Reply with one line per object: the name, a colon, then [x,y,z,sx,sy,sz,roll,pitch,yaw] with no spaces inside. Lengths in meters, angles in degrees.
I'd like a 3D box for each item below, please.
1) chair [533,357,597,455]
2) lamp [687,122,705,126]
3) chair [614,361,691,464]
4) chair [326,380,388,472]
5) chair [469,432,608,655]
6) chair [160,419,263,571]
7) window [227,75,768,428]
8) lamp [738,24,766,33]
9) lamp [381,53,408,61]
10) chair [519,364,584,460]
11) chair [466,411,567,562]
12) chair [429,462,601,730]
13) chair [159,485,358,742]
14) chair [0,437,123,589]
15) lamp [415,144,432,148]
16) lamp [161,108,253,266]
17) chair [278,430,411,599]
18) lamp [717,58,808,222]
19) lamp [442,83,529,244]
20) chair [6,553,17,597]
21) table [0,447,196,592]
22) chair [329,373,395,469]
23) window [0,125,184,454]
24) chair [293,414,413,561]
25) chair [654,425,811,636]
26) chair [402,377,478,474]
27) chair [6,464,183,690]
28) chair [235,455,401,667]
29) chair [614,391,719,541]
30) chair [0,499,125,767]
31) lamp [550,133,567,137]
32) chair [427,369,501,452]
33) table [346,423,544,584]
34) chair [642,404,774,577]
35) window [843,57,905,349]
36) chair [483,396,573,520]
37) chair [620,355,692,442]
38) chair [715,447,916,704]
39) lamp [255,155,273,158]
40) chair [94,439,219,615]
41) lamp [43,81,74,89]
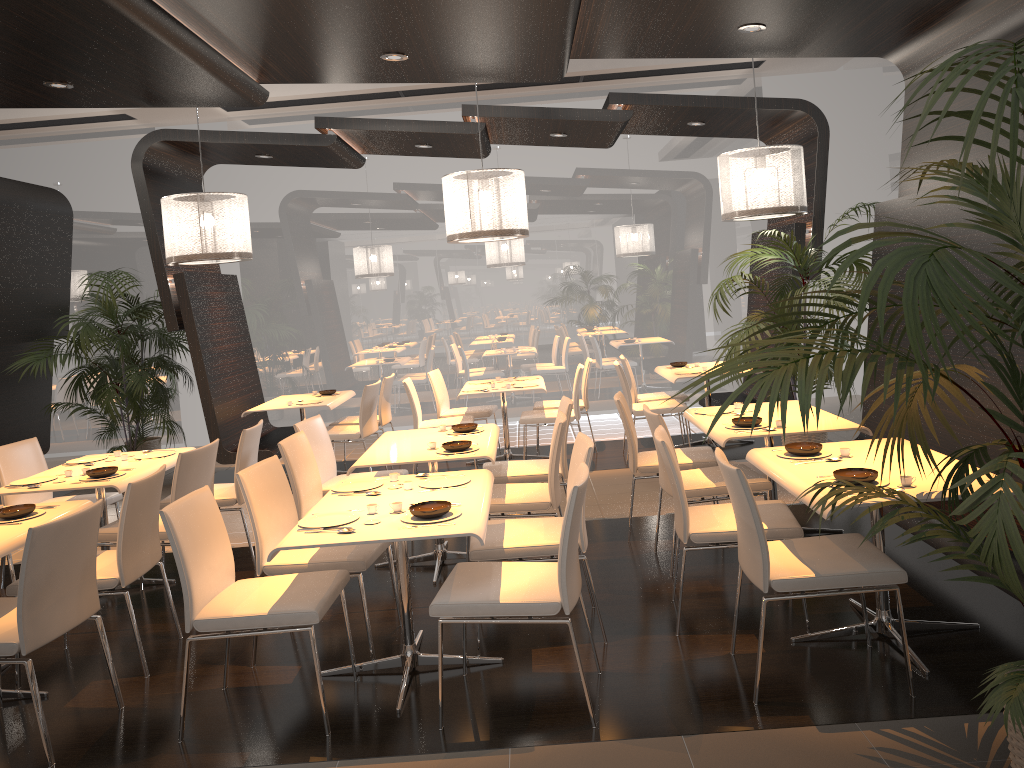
chair: [0.511,0.214,8.573,0.605,0.872,0.486,-4,3,3]
lamp: [1.702,-2.419,8.169,0.161,0.055,0.162,-5,6,-5]
chair: [1.250,0.221,7.937,0.605,0.872,0.486,-4,3,3]
chair: [-1.471,0.436,7.946,0.605,0.867,0.486,-4,3,8]
chair: [0.107,0.712,4.118,0.605,0.872,0.485,-5,3,-2]
chair: [-1.881,0.710,5.637,0.605,0.867,0.485,-5,3,-2]
window: [-0.065,-1.519,10.478,6.577,3.972,0.070,-5,1,1]
lamp: [1.409,-2.105,5.196,0.161,0.050,0.162,-4,6,7]
lamp: [-0.696,-1.948,5.224,0.161,0.050,0.162,-4,6,7]
chair: [0.379,0.289,7.940,0.605,0.867,0.486,-4,3,3]
chair: [0.037,0.632,4.923,0.605,0.867,0.486,-4,3,3]
chair: [0.028,0.791,3.428,0.605,0.872,0.486,-4,3,8]
chair: [-0.998,0.864,3.513,0.605,0.872,0.486,-4,3,3]
chair: [-2.902,0.791,5.643,0.605,0.867,0.486,-4,3,8]
lamp: [-0.821,-2.221,8.204,0.161,0.055,0.162,-5,6,-5]
lamp: [-2.381,-1.890,6.728,0.625,1.926,0.629,-4,2,29]
chair: [-0.937,0.709,4.951,0.605,0.872,0.486,-4,3,3]
lamp: [1.833,-2.221,6.670,0.625,1.926,0.629,-3,2,33]
lamp: [-0.258,-2.057,6.699,0.625,1.926,0.629,-4,2,29]
chair: [-2.986,0.862,5.032,0.605,0.867,0.486,-4,3,3]
table: [-2.449,0.866,5.307,0.800,0.724,1.152,-5,5,1]
chair: [-1.420,0.368,8.581,0.605,0.872,0.486,-4,3,3]
window: [-7.241,-0.955,10.576,6.577,3.972,0.070,-5,1,1]
chair: [-1.013,0.641,5.637,0.605,0.867,0.486,-4,3,8]
chair: [0.997,0.641,4.103,0.605,0.867,0.486,-4,3,8]
chair: [-0.641,0.373,7.938,0.605,0.872,0.485,-5,3,-2]
chair: [-1.938,0.873,4.146,0.605,0.872,0.485,-5,3,-2]
chair: [-0.899,0.792,4.130,0.605,0.872,0.486,-4,3,8]
chair: [0.979,0.488,5.594,0.605,0.872,0.486,-4,3,8]
chair: [-1.940,0.944,3.454,0.605,0.867,0.486,-4,3,8]
lamp: [0.430,-2.319,8.186,0.161,0.055,0.162,-5,6,-5]
chair: [-0.473,0.286,8.619,0.605,0.867,0.486,-4,3,8]
table: [-0.327,0.699,5.282,1.053,0.724,1.152,-5,5,1]
chair: [1.076,0.550,4.932,0.605,0.872,0.485,-5,3,-2]
window: [3.727,-1.412,6.557,0.070,3.965,6.611,-5,5,1]
chair: [0.116,0.553,5.614,0.605,0.867,0.485,-5,3,-2]
chair: [1.382,0.142,8.570,0.605,0.867,0.486,-4,3,3]
chair: [1.142,0.698,3.448,0.605,0.867,0.486,-4,3,3]
lamp: [-2.308,-2.131,8.223,0.160,0.054,0.161,-4,6,7]
chair: [-1.959,0.791,4.947,0.605,0.872,0.486,-4,3,8]
lamp: [-2.694,-1.791,5.251,0.160,0.050,0.161,-5,6,-5]
